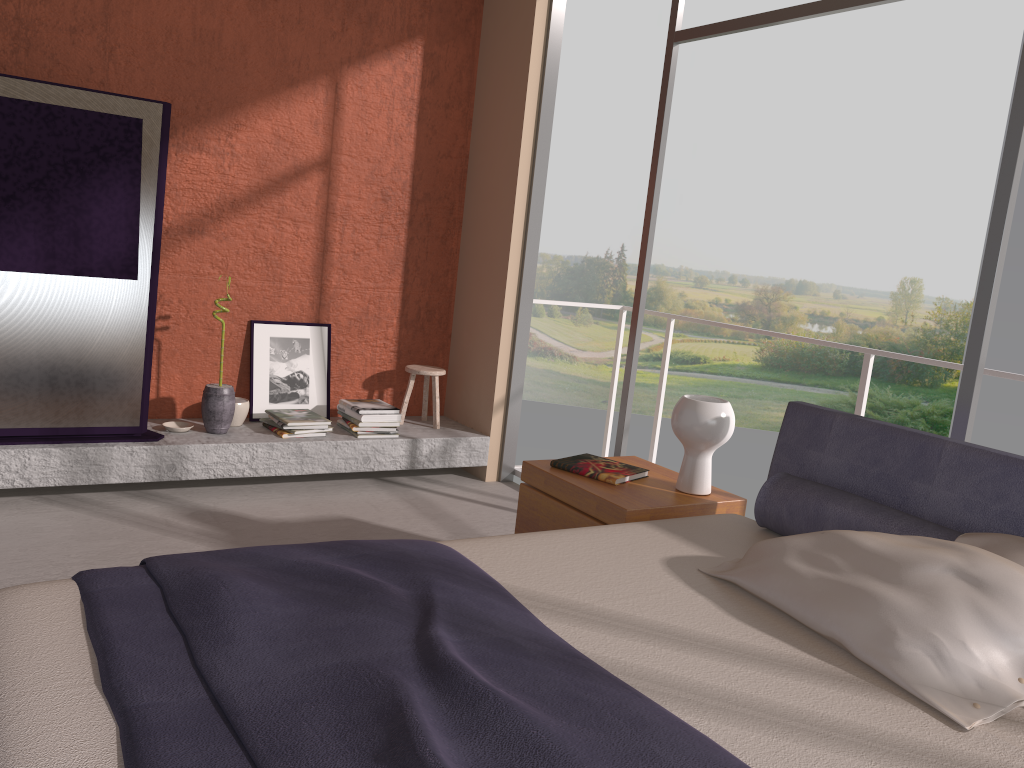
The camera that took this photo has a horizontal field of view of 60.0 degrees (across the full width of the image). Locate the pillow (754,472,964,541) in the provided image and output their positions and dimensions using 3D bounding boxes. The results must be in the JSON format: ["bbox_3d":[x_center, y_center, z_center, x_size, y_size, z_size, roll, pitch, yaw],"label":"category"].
[{"bbox_3d":[1.227,0.504,2.232,0.205,0.201,1.470,1,10,-33],"label":"pillow"}]

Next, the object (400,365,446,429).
[{"bbox_3d":[-0.516,0.077,5.268,0.260,0.349,0.257,10,9,26],"label":"object"}]

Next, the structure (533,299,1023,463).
[{"bbox_3d":[2.383,0.704,2.252,0.728,1.005,7.689,1,10,-33],"label":"structure"}]

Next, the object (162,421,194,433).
[{"bbox_3d":[-1.693,0.226,4.494,0.152,0.040,0.152,6,9,2],"label":"object"}]

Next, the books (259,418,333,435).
[{"bbox_3d":[-1.158,0.219,4.762,0.328,0.018,0.247,14,11,41],"label":"books"}]

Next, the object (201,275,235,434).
[{"bbox_3d":[-1.470,-0.149,4.487,0.165,0.810,0.165,5,9,-10],"label":"object"}]

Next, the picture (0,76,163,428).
[{"bbox_3d":[-2.142,-0.552,3.857,1.129,1.496,0.126,1,10,-33],"label":"picture"}]

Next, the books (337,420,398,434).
[{"bbox_3d":[-0.807,0.237,4.956,0.247,0.018,0.287,1,10,-33],"label":"books"}]

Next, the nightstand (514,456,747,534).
[{"bbox_3d":[0.412,0.626,3.327,0.562,0.556,0.628,1,10,-33],"label":"nightstand"}]

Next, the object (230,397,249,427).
[{"bbox_3d":[-1.500,0.152,4.740,0.179,0.137,0.180,3,9,-20],"label":"object"}]

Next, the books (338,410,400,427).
[{"bbox_3d":[-0.798,0.190,4.943,0.247,0.027,0.328,1,10,-31],"label":"books"}]

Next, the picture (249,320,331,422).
[{"bbox_3d":[-1.241,-0.070,4.981,0.458,0.550,0.117,1,10,-33],"label":"picture"}]

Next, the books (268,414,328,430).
[{"bbox_3d":[-1.145,0.199,4.749,0.247,0.025,0.287,1,10,-31],"label":"books"}]

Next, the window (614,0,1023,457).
[{"bbox_3d":[2.254,-0.232,1.727,0.075,3.133,6.106,1,10,-33],"label":"window"}]

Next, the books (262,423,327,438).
[{"bbox_3d":[-1.167,0.243,4.752,0.247,0.025,0.287,0,11,-36],"label":"books"}]

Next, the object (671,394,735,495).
[{"bbox_3d":[0.674,0.218,3.184,0.224,0.338,0.224,3,9,-21],"label":"object"}]

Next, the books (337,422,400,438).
[{"bbox_3d":[-0.806,0.256,4.953,0.247,0.018,0.328,1,10,-31],"label":"books"}]

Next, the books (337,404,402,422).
[{"bbox_3d":[-0.795,0.158,4.939,0.247,0.038,0.319,0,11,-35],"label":"books"}]

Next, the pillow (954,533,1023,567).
[{"bbox_3d":[1.204,0.543,1.896,0.400,0.265,0.791,1,10,-30],"label":"pillow"}]

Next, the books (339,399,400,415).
[{"bbox_3d":[-0.795,0.126,4.939,0.247,0.025,0.287,1,10,-33],"label":"books"}]

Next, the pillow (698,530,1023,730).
[{"bbox_3d":[0.858,0.485,2.093,0.431,0.264,0.869,2,9,-25],"label":"pillow"}]

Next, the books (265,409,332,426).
[{"bbox_3d":[-1.146,0.178,4.749,0.247,0.018,0.328,0,11,-36],"label":"books"}]

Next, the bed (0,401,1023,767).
[{"bbox_3d":[0.333,0.666,1.710,2.462,0.959,2.017,1,10,-33],"label":"bed"}]

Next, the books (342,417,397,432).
[{"bbox_3d":[-0.794,0.221,4.930,0.247,0.025,0.287,3,9,-22],"label":"books"}]

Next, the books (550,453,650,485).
[{"bbox_3d":[0.331,0.319,3.342,0.287,0.025,0.247,13,11,37],"label":"books"}]
